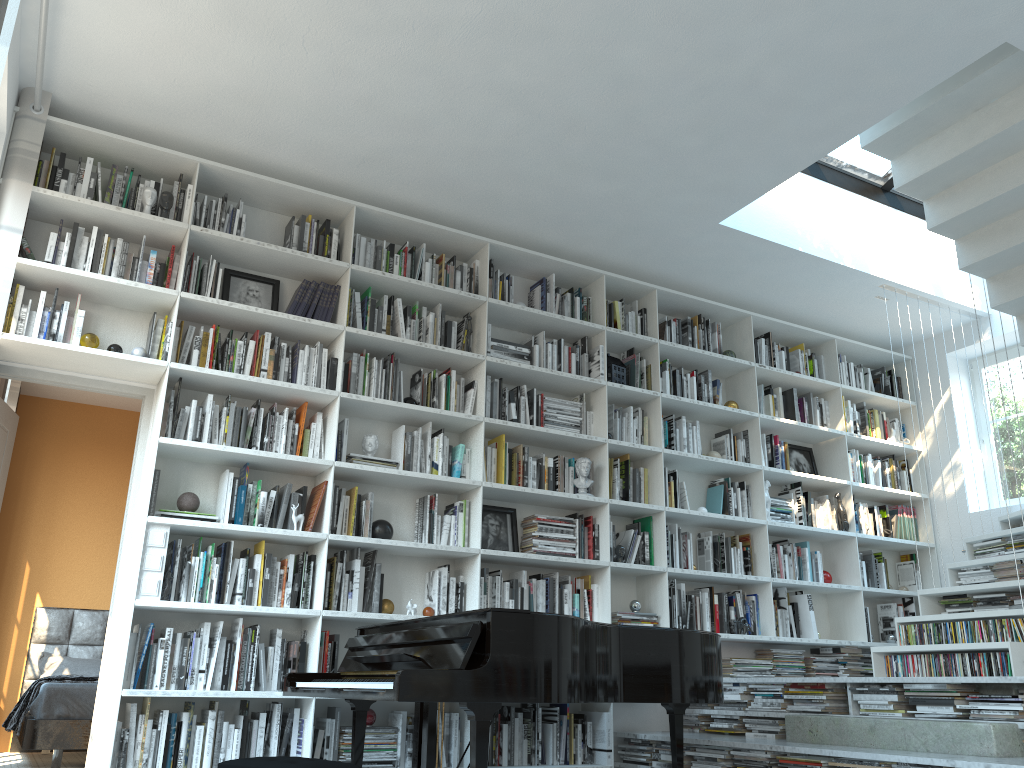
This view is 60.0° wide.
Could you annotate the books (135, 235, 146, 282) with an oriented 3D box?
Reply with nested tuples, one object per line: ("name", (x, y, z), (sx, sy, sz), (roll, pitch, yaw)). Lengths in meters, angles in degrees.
("books", (-1.877, -0.572, 4.448), (0.012, 0.302, 0.189), (11, -21, -27))

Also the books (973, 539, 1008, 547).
("books", (3.069, 1.007, 5.584), (0.190, 0.015, 0.231), (6, -20, -14))

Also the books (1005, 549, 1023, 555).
("books", (3.119, 0.992, 5.278), (0.182, 0.013, 0.288), (6, -20, -14))

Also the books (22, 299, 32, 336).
("books", (-2.262, -0.260, 4.125), (0.010, 0.219, 0.181), (11, -21, -27))

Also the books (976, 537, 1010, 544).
("books", (3.079, 0.994, 5.591), (0.165, 0.014, 0.236), (5, -19, -11))

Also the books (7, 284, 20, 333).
("books", (-2.328, -0.304, 4.128), (0.013, 0.301, 0.135), (11, -21, -27))

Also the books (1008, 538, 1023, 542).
("books", (3.131, 0.931, 5.302), (0.174, 0.009, 0.240), (8, -20, -19))

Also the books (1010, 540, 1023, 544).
("books", (3.141, 0.942, 5.302), (0.144, 0.011, 0.257), (8, -20, -20))

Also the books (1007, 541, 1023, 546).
("books", (3.128, 0.949, 5.295), (0.177, 0.007, 0.255), (8, -20, -19))

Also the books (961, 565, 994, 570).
("books", (2.905, 1.142, 5.476), (0.157, 0.014, 0.181), (12, -22, -29))

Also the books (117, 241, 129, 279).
("books", (-1.944, -0.561, 4.403), (0.030, 0.250, 0.166), (11, -21, -27))

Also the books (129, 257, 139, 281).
("books", (-1.907, -0.519, 4.443), (0.029, 0.197, 0.144), (11, -21, -27))

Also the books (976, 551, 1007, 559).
("books", (3.072, 1.078, 5.562), (0.166, 0.018, 0.265), (4, -19, -9))

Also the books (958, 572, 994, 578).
("books", (2.907, 1.181, 5.464), (0.150, 0.016, 0.240), (12, -22, -29))

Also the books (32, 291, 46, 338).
("books", (-2.226, -0.279, 4.162), (0.022, 0.280, 0.157), (11, -21, -27))

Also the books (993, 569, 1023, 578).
("books", (2.971, 1.108, 5.183), (0.178, 0.035, 0.222), (9, -21, -23))

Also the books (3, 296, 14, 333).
("books", (-2.329, -0.274, 4.091), (0.013, 0.221, 0.163), (11, -21, -27))

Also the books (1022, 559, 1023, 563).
("books", (3.021, 0.984, 4.975), (0.234, 0.025, 0.158), (-2, -19, 8))

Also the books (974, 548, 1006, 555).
("books", (3.070, 1.056, 5.568), (0.170, 0.006, 0.269), (7, -20, -17))

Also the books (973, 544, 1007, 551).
("books", (3.074, 1.033, 5.577), (0.168, 0.005, 0.293), (5, -19, -10))

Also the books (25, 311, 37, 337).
("books", (-2.258, -0.233, 4.149), (0.029, 0.184, 0.135), (11, -21, -27))

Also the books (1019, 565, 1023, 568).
("books", (3.020, 1.015, 4.953), (0.295, 0.007, 0.146), (-1, -19, 6))

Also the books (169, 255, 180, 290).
("books", (-1.743, -0.520, 4.540), (0.037, 0.267, 0.113), (11, -21, -27))

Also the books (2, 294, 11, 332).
("books", (-2.340, -0.280, 4.085), (0.013, 0.227, 0.179), (11, -21, -27))

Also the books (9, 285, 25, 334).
("books", (-2.301, -0.297, 4.114), (0.023, 0.280, 0.171), (11, -21, -27))

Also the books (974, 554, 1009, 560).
("books", (3.071, 1.090, 5.557), (0.176, 0.008, 0.276), (6, -20, -15))

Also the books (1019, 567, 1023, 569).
("books", (3.020, 1.022, 4.951), (0.295, 0.007, 0.146), (0, -19, 2))

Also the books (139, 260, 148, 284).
("books", (-1.866, -0.507, 4.452), (0.031, 0.182, 0.151), (11, -21, -27))

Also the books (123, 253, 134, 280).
("books", (-1.928, -0.533, 4.425), (0.028, 0.211, 0.139), (11, -21, -27))

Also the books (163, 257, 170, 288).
("books", (-1.776, -0.512, 4.514), (0.014, 0.235, 0.144), (11, -21, -27))

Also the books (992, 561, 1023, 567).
("books", (2.966, 1.065, 5.211), (0.166, 0.017, 0.191), (10, -21, -24))

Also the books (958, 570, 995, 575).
("books", (2.893, 1.165, 5.461), (0.173, 0.011, 0.204), (13, -23, -32))

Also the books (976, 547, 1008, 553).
("books", (3.071, 1.048, 5.571), (0.171, 0.011, 0.232), (7, -20, -17))

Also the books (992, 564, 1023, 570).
("books", (2.966, 1.078, 5.205), (0.218, 0.012, 0.156), (5, -19, -12))

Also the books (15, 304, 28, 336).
("books", (-2.283, -0.250, 4.119), (0.029, 0.196, 0.161), (11, -21, -27))

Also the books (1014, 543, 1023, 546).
("books", (3.137, 0.960, 5.295), (0.154, 0.014, 0.197), (6, -20, -15))

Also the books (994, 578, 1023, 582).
("books", (2.965, 1.152, 5.180), (0.200, 0.014, 0.178), (9, -21, -23))

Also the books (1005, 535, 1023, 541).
("books", (3.123, 0.920, 5.303), (0.191, 0.013, 0.244), (7, -20, -17))

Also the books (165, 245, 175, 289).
("books", (-1.757, -0.540, 4.520), (0.014, 0.293, 0.173), (11, -21, -27))

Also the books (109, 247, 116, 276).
("books", (-2.000, -0.551, 4.405), (0.011, 0.230, 0.135), (11, -21, -27))

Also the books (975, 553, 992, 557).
("books", (3.080, 1.068, 5.567), (0.152, 0.005, 0.293), (7, -20, -16))

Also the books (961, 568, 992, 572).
("books", (2.902, 1.155, 5.470), (0.157, 0.014, 0.180), (13, -22, -31))

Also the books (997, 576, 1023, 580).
("books", (2.958, 1.144, 5.198), (0.139, 0.013, 0.155), (10, -21, -25))

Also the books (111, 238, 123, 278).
("books", (-1.969, -0.571, 4.392), (0.025, 0.260, 0.167), (11, -21, -27))

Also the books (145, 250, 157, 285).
("books", (-1.829, -0.530, 4.455), (0.029, 0.228, 0.191), (11, -21, -27))

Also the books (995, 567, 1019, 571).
("books", (2.958, 1.095, 5.218), (0.159, 0.012, 0.129), (6, -20, -13))

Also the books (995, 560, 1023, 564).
("books", (2.964, 1.054, 5.219), (0.155, 0.009, 0.155), (11, -21, -27))

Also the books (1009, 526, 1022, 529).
("books", (3.416, 0.938, 5.812), (0.160, 0.008, 0.240), (8, -20, -19))

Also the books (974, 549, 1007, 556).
("books", (3.072, 1.062, 5.567), (0.184, 0.006, 0.263), (6, -20, -13))

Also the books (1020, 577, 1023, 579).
("books", (3.021, 1.079, 4.961), (0.254, 0.007, 0.189), (1, -19, -1))

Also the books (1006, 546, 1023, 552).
("books", (3.119, 0.979, 5.282), (0.191, 0.014, 0.244), (6, -20, -15))

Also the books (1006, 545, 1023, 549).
("books", (3.126, 0.969, 5.288), (0.187, 0.009, 0.262), (7, -20, -18))

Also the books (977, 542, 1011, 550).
("books", (3.094, 1.024, 5.585), (0.136, 0.017, 0.299), (5, -19, -12))

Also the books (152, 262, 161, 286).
("books", (-1.818, -0.501, 4.487), (0.029, 0.195, 0.146), (11, -21, -27))

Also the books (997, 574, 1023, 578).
("books", (2.969, 1.129, 5.180), (0.188, 0.005, 0.182), (11, -21, -27))

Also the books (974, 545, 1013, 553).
("books", (3.074, 1.039, 5.575), (0.162, 0.008, 0.291), (4, -19, -9))

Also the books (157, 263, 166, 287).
("books", (-1.787, -0.496, 4.486), (0.026, 0.187, 0.154), (11, -21, -27))

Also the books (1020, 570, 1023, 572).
("books", (3.020, 1.039, 4.945), (0.295, 0.006, 0.147), (-1, -19, 6))
